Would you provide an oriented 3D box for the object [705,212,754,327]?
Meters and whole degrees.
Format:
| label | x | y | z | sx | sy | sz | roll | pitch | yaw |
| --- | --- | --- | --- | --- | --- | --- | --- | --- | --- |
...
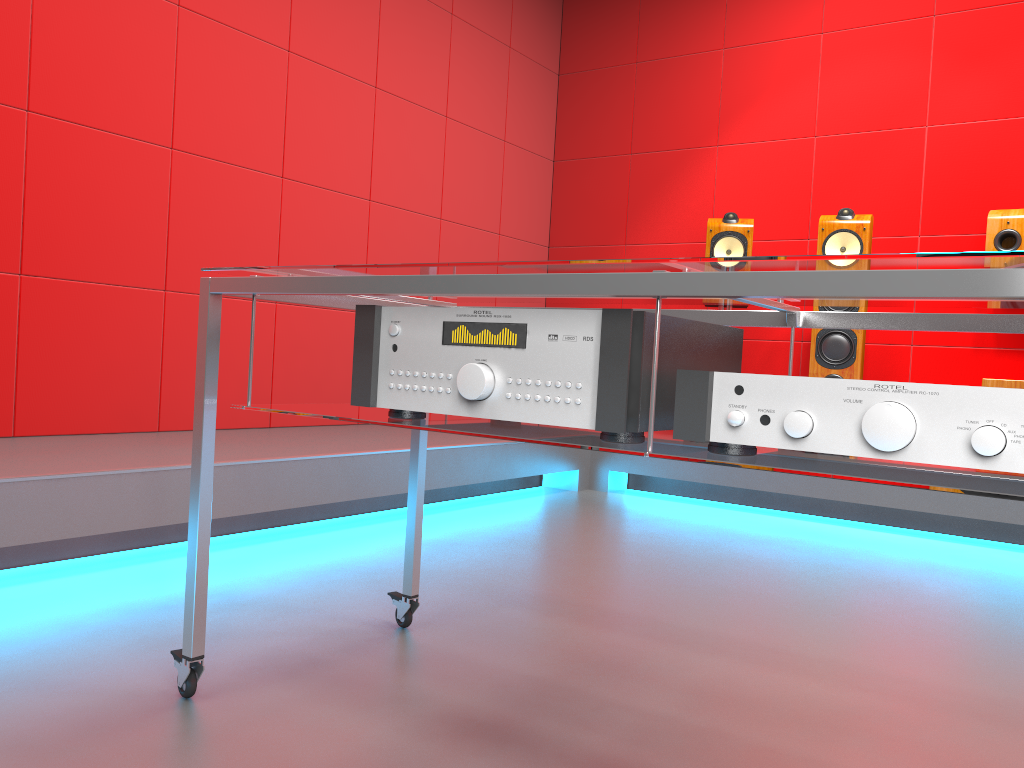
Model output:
| label | x | y | z | sx | sy | sz | roll | pitch | yaw |
| --- | --- | --- | --- | --- | --- | --- | --- | --- | --- |
| object | 0.984 | -0.255 | 4.113 | 0.231 | 1.058 | 0.265 | 4 | 1 | 14 |

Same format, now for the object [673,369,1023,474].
| label | x | y | z | sx | sy | sz | roll | pitch | yaw |
| --- | --- | --- | --- | --- | --- | --- | --- | --- | --- |
| object | 0.460 | 0.046 | 0.999 | 0.435 | 0.092 | 0.365 | 4 | 2 | 34 |

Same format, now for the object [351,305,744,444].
| label | x | y | z | sx | sy | sz | roll | pitch | yaw |
| --- | --- | --- | --- | --- | --- | --- | --- | --- | --- |
| object | 0.055 | -0.017 | 1.274 | 0.431 | 0.158 | 0.371 | 4 | 2 | 34 |

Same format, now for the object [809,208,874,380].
| label | x | y | z | sx | sy | sz | roll | pitch | yaw |
| --- | --- | --- | --- | --- | --- | --- | --- | --- | --- |
| object | 1.409 | -0.220 | 3.821 | 0.203 | 1.052 | 0.238 | 4 | 2 | 24 |

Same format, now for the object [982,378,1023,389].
| label | x | y | z | sx | sy | sz | roll | pitch | yaw |
| --- | --- | --- | --- | --- | --- | --- | --- | --- | --- |
| object | 2.013 | 0.171 | 3.399 | 0.360 | 0.360 | 0.360 | 4 | 2 | 34 |

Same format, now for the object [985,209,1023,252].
| label | x | y | z | sx | sy | sz | roll | pitch | yaw |
| --- | --- | --- | --- | --- | --- | --- | --- | --- | --- |
| object | 2.242 | -0.609 | 3.647 | 0.493 | 0.271 | 0.235 | 4 | 2 | 34 |

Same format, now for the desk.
| label | x | y | z | sx | sy | sz | roll | pitch | yaw |
| --- | --- | --- | --- | --- | --- | --- | --- | --- | --- |
| desk | 0.262 | 0.210 | 1.207 | 1.617 | 0.690 | 0.594 | 4 | 2 | 34 |
